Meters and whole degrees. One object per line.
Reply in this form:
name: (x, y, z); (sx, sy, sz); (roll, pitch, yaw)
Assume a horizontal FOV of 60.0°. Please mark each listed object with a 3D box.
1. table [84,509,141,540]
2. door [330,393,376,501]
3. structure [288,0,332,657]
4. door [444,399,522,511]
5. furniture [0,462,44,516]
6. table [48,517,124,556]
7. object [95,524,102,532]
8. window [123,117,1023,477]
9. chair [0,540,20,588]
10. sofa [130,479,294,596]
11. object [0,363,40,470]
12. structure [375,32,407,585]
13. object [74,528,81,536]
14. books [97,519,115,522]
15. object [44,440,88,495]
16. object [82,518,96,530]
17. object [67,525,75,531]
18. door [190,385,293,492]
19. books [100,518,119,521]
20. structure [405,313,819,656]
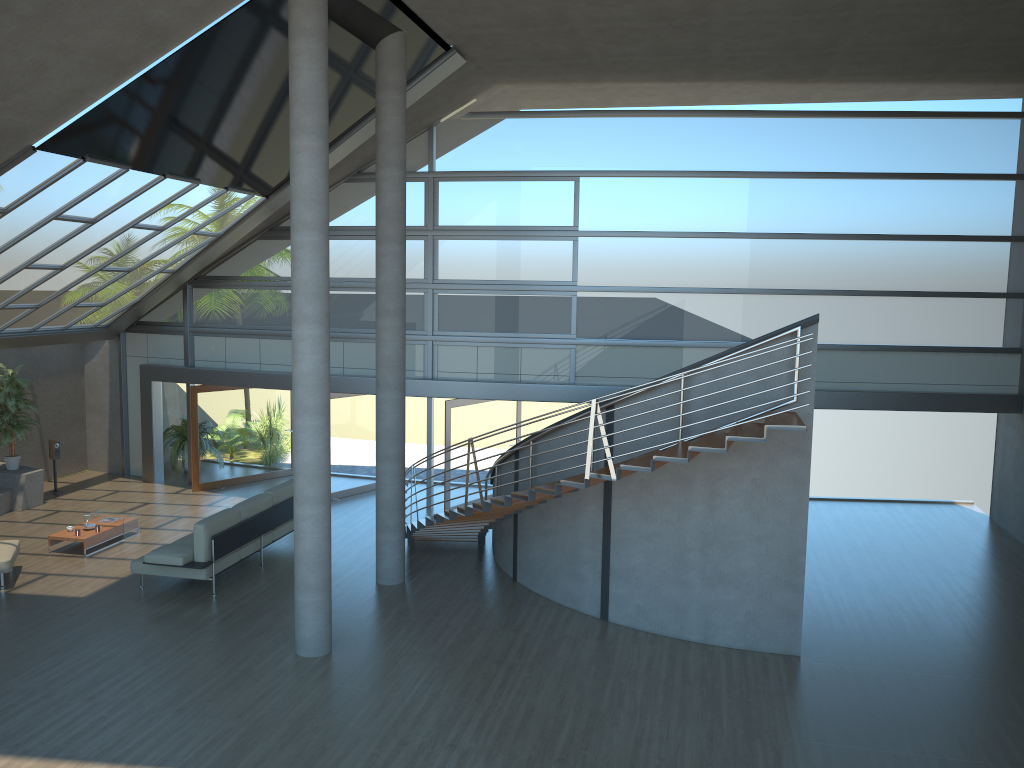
table: (-6.077, 2.134, 13.495); (0.680, 0.342, 0.400); (2, 6, 12)
door: (-2.865, 1.061, 16.332); (0.200, 1.977, 2.298); (5, 8, 36)
structure: (-2.049, -0.718, 9.030); (0.381, 7.125, 0.382); (2, 6, 12)
door: (-0.482, 1.163, 15.751); (0.200, 1.977, 2.298); (5, 7, 33)
furniture: (-8.719, 1.880, 14.341); (1.577, 0.610, 2.936); (2, 6, 12)
table: (-6.165, 2.229, 13.113); (0.600, 0.250, 1.200); (2, 6, 12)
object: (-5.986, 2.086, 12.829); (0.070, 0.101, 0.085); (6, 8, 40)
window: (0.373, -1.117, 15.361); (16.616, 6.630, 1.098); (2, 6, 11)
chair: (-7.041, 2.027, 11.343); (1.244, 1.023, 1.217); (-2, 7, -22)
sofa: (-3.973, 2.021, 12.315); (1.166, 0.947, 3.079); (2, 6, 12)
object: (-8.588, 0.547, 15.168); (0.932, 1.857, 0.895); (-3, 7, -29)
structure: (-1.544, -0.957, 11.287); (0.381, 7.125, 0.382); (-3, 7, -34)
object: (-6.187, 2.106, 12.620); (0.085, 0.101, 0.070); (2, 6, 11)
books: (-6.129, 2.067, 13.423); (0.275, 0.005, 0.189); (0, 6, -7)
object: (-10.447, 1.705, 14.123); (7.863, 0.982, 21.345); (3, 6, 16)
object: (-6.170, 2.042, 12.932); (0.178, 0.161, 0.178); (-4, 8, -36)
object: (-6.395, 2.085, 12.847); (0.102, 0.086, 0.100); (3, 6, 16)
door: (-5.128, 0.936, 17.135); (0.200, 1.977, 2.298); (6, 8, 41)
books: (-6.100, 2.058, 13.468); (0.275, 0.005, 0.189); (0, 6, -4)
structure: (0.491, 0.900, 10.652); (2.349, 3.653, 6.809); (-4, 8, -39)
